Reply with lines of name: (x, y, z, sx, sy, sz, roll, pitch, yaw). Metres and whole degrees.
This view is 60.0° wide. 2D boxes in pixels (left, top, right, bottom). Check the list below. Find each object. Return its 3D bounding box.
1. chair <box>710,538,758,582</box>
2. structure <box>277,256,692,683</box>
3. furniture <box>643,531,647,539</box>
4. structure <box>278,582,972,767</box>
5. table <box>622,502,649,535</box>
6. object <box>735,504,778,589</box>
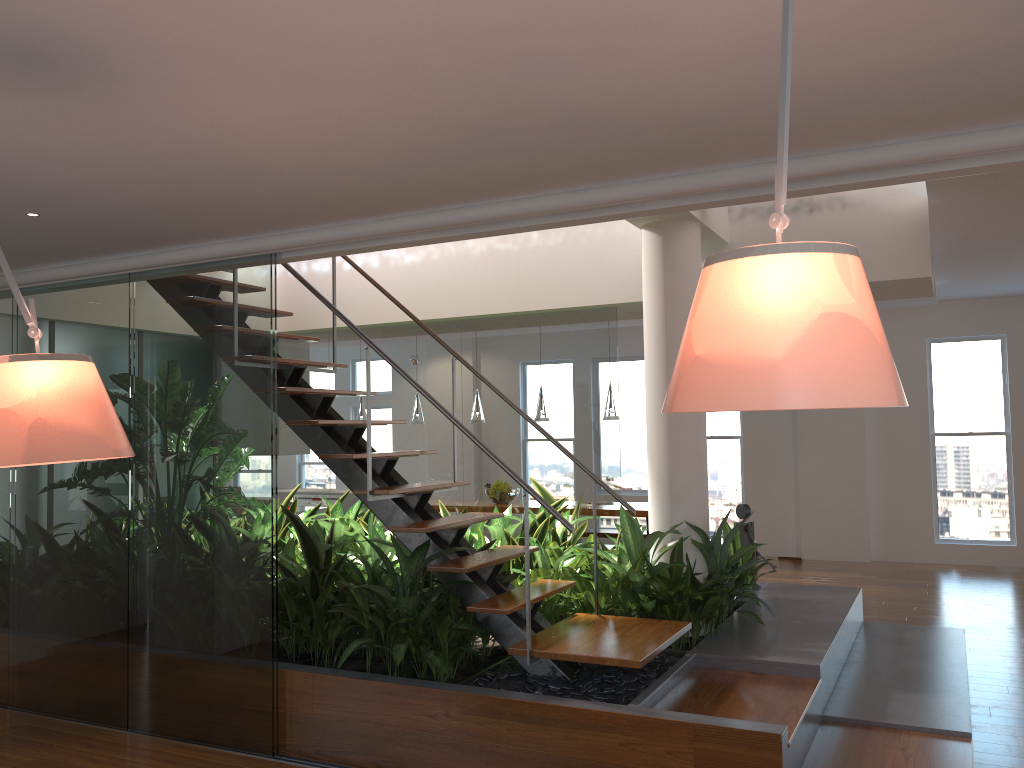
chair: (2.011, 1.642, 8.123, 0.460, 0.400, 0.460, -3, -4, 36)
structure: (-1.067, -0.499, 5.641, 4.591, 4.265, 2.552, -3, -3, 26)
furniture: (1.066, 1.728, 9.228, 1.433, 0.389, 0.316, -3, -3, 26)
structure: (-0.341, 1.565, 5.427, 5.584, 0.386, 3.088, -3, -3, 26)
table: (-0.987, 1.627, 9.609, 5.996, 0.704, 0.893, -3, -3, 26)
object: (1.616, 1.085, 5.952, 0.318, 0.565, 0.134, 1, -3, -27)
